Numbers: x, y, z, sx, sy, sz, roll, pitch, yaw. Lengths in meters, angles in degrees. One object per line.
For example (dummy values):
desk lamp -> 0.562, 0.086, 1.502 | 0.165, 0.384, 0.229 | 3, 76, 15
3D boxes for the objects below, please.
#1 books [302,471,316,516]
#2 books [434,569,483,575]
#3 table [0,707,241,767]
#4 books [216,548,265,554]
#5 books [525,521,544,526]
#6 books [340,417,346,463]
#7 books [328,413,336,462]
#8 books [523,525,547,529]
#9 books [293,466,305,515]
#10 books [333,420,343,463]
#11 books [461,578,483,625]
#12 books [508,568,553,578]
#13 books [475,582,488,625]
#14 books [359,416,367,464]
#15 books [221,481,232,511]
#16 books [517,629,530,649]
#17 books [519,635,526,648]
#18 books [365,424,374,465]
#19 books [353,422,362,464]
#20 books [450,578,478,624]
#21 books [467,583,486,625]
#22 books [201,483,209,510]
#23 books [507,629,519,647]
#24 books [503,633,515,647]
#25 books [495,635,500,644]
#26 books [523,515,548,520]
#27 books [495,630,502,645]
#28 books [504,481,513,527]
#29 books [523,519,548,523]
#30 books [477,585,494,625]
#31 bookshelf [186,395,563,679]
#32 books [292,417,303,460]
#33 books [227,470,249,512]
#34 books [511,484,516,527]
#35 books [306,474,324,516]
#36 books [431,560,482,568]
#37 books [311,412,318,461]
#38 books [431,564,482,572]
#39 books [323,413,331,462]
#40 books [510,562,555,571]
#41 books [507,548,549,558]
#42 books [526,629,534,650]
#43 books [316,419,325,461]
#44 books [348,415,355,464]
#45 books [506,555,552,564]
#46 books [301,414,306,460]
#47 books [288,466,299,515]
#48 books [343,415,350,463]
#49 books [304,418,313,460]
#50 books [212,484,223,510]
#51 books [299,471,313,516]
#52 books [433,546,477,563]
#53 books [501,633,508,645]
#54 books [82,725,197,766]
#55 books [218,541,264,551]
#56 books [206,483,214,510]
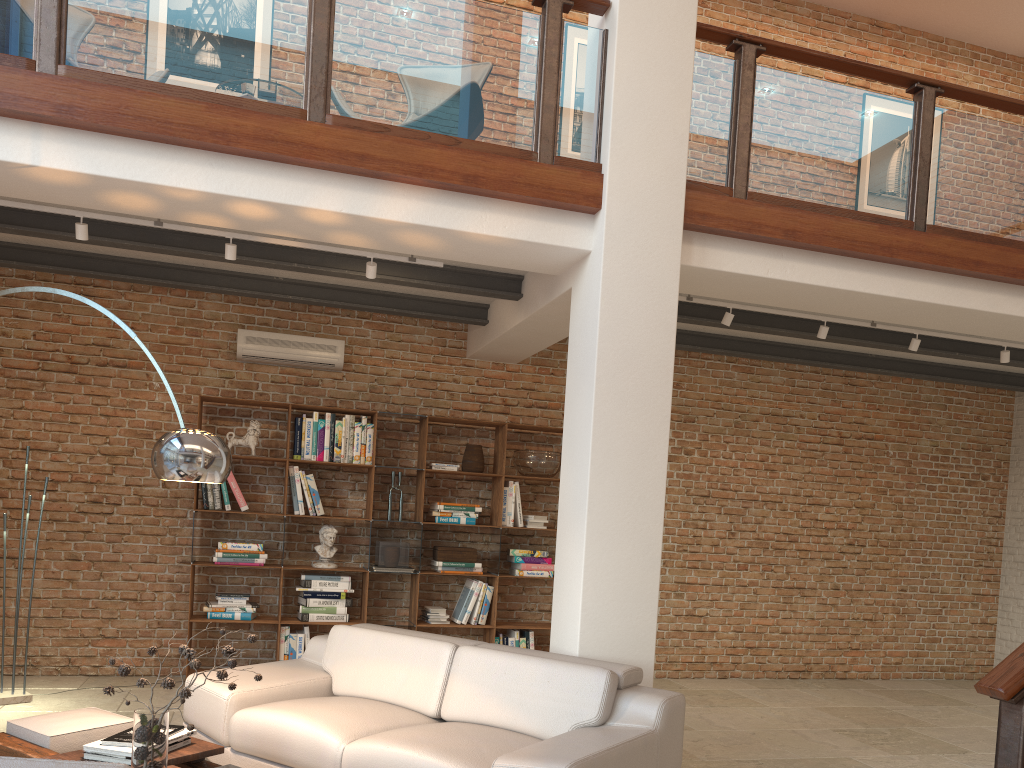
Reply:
books -> -1.615, 0.867, 6.897 | 0.125, 0.347, 0.272 | 3, -2, -16
books -> -0.450, 1.562, 7.264 | 0.357, 0.020, 0.274 | 6, -9, -18
table -> -1.516, 1.574, 2.943 | 2.202, 0.426, 1.994 | -2, -10, 35
books -> -2.110, 1.295, 6.769 | 0.357, 0.020, 0.274 | 6, -9, -18
books -> 0.192, 1.189, 7.415 | 0.132, 0.033, 0.208 | 4, -8, -6
books -> -1.357, 0.457, 6.941 | 0.021, 0.357, 0.272 | 3, -2, -16
books -> -1.438, 0.435, 6.916 | 0.036, 0.382, 0.244 | 3, -1, -16
books -> 0.194, 1.218, 7.432 | 0.171, 0.018, 0.238 | 5, -9, -8
books -> -1.680, 0.840, 6.857 | 0.104, 0.382, 0.244 | 3, -1, -16
books -> -1.390, 0.465, 6.916 | 0.056, 0.328, 0.255 | 3, -2, -16
books -> -0.356, 1.817, 7.293 | 0.162, 0.371, 0.244 | 3, -1, -16
books -> 0.158, 1.610, 7.441 | 0.327, 0.055, 0.256 | 5, -8, -14
books -> -0.291, 1.837, 7.332 | 0.098, 0.353, 0.272 | 3, -2, -16
books -> -1.203, 0.460, 6.986 | 0.036, 0.382, 0.244 | 3, -1, -16
books -> -2.213, 0.784, 6.706 | 0.121, 0.379, 0.244 | 3, -1, -16
books -> 0.101, 2.288, 7.461 | 0.069, 0.383, 0.244 | 3, -1, -16
books -> 0.059, 2.309, 7.434 | 0.084, 0.331, 0.255 | 3, -2, -16
books -> -1.162, 0.494, 7.016 | 0.056, 0.328, 0.255 | 3, -2, -16
books -> -1.248, 0.482, 6.968 | 0.056, 0.328, 0.255 | 3, -2, -16
books -> -0.403, 1.817, 7.304 | 0.164, 0.370, 0.244 | 3, -1, -16
books -> -0.309, 1.832, 7.317 | 0.098, 0.353, 0.272 | 3, -2, -16
books -> -2.353, 0.769, 6.669 | 0.091, 0.382, 0.244 | 3, -1, -16
books -> 0.014, 2.279, 7.430 | 0.069, 0.383, 0.244 | 3, -1, -16
books -> -0.031, 2.301, 7.415 | 0.084, 0.331, 0.255 | 3, -2, -16
books -> -0.162, 2.290, 7.395 | 0.084, 0.331, 0.255 | 3, -2, -16
books -> 0.195, 1.137, 7.413 | 0.133, 0.033, 0.207 | 7, -9, -26
books -> -0.124, 2.280, 7.404 | 0.051, 0.357, 0.272 | 3, -2, -16
books -> -0.049, 1.008, 7.339 | 0.036, 0.382, 0.244 | 3, -1, -16
books -> 0.200, 1.164, 7.421 | 0.171, 0.018, 0.238 | 5, -9, -13
books -> -0.246, 1.848, 7.331 | 0.117, 0.332, 0.255 | 3, -2, -16
bookshelf -> -0.975, 1.350, 7.079 | 3.045, 2.192, 0.363 | 5, 1, -16
books -> -1.687, 0.439, 6.855 | 0.056, 0.328, 0.255 | 3, -2, -16
books -> -2.133, 0.827, 6.755 | 0.195, 0.317, 0.255 | 4, -2, -16
books -> -0.026, 1.026, 7.357 | 0.021, 0.357, 0.272 | 3, -2, -16
books -> -1.565, 0.878, 6.897 | 0.158, 0.327, 0.255 | 3, -2, -16
books -> -0.467, 1.492, 7.235 | 0.381, 0.036, 0.246 | 6, -9, -17
books -> -1.562, 0.422, 6.875 | 0.036, 0.382, 0.244 | 3, -1, -16
books -> -0.465, 1.534, 7.273 | 0.381, 0.036, 0.245 | 7, -9, -21
books -> -1.470, 0.430, 6.896 | 0.036, 0.382, 0.244 | 3, -1, -16
books -> 0.186, 1.557, 7.446 | 0.328, 0.055, 0.256 | 7, -9, -21
books -> 0.130, 1.440, 7.434 | 0.327, 0.055, 0.257 | 4, -8, -6
books -> 0.138, 2.291, 7.461 | 0.069, 0.383, 0.244 | 3, -1, -16
books -> -1.523, 0.456, 6.903 | 0.056, 0.328, 0.255 | 3, -2, -16
books -> -1.293, 0.450, 6.959 | 0.036, 0.382, 0.244 | 3, -1, -16
books -> 0.143, 1.498, 7.441 | 0.328, 0.055, 0.256 | 6, -8, -16
books -> -1.649, 0.428, 6.864 | 0.021, 0.357, 0.272 | 3, -2, -16
books -> -1.723, 0.839, 6.869 | 0.102, 0.382, 0.244 | 3, -1, -16
books -> -1.332, 0.448, 6.961 | 0.036, 0.382, 0.244 | 3, -1, -16
books -> -1.607, 0.444, 6.859 | 0.056, 0.328, 0.255 | 3, -2, -16
books -> -2.277, 0.806, 6.721 | 0.103, 0.332, 0.255 | 3, -2, -16
books -> -1.633, 0.863, 6.882 | 0.125, 0.347, 0.272 | 3, -2, -16
books -> -0.475, 1.414, 7.237 | 0.336, 0.118, 0.214 | 6, -6, -16
books -> -0.089, 2.298, 7.417 | 0.084, 0.331, 0.255 | 3, -2, -16
books -> -1.515, 1.456, 3.547 | 0.249, 0.074, 0.406 | 1, -8, 16
books -> -2.100, 1.258, 6.768 | 0.327, 0.055, 0.256 | 5, -8, -14
books -> -2.319, 0.773, 6.687 | 0.091, 0.382, 0.244 | 3, -1, -16
